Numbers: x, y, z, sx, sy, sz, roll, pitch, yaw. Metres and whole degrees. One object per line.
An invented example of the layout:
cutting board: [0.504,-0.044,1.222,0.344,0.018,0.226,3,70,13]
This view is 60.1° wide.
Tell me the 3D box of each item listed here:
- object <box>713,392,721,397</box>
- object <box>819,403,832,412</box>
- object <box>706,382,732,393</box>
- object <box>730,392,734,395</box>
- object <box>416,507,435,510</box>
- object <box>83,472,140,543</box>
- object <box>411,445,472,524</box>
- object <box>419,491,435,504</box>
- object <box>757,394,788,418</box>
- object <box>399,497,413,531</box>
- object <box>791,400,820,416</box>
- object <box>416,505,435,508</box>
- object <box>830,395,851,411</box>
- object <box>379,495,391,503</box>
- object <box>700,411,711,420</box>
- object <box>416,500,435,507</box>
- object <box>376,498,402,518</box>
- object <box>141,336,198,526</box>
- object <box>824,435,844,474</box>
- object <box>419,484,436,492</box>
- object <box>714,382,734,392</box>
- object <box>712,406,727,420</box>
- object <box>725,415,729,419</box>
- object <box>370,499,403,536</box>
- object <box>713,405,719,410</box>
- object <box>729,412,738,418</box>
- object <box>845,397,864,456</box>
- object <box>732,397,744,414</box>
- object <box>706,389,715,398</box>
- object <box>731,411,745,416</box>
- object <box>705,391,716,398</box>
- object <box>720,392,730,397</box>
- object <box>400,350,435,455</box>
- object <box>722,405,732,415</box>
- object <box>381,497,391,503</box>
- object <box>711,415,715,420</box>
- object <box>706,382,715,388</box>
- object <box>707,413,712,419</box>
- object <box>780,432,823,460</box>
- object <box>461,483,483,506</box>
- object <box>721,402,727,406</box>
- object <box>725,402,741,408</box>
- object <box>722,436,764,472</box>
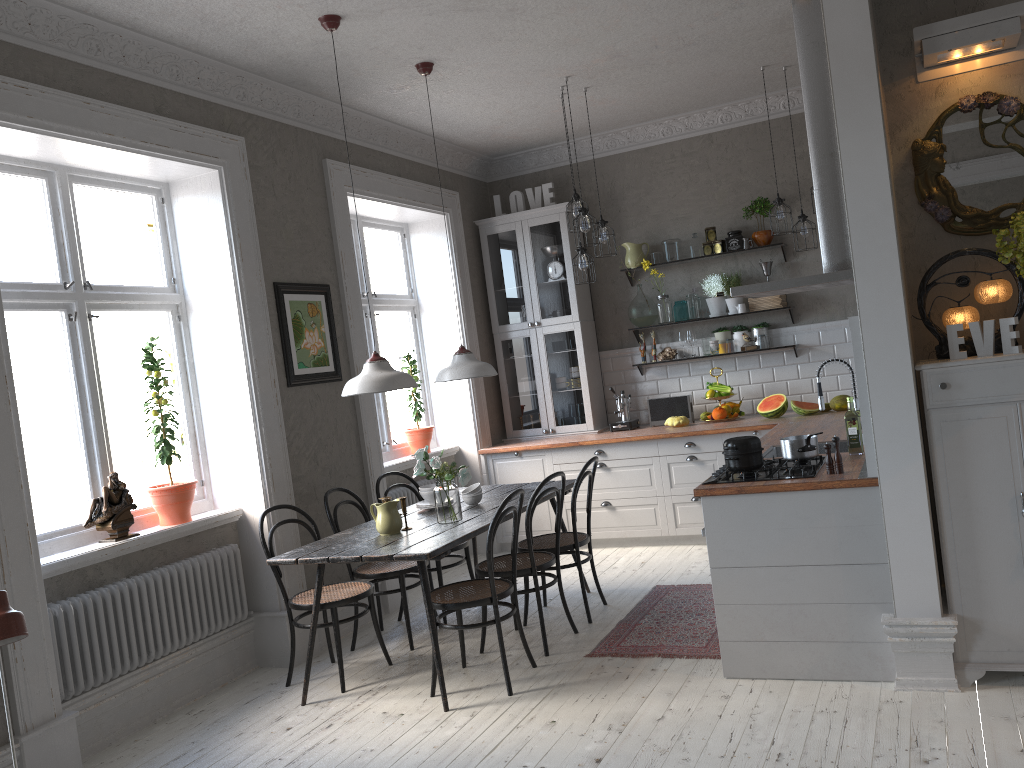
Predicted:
object: [1.595,0.093,6.898,0.062,0.061,0.067,-7,1,24]
object: [2.326,0.172,6.599,0.202,0.073,0.119,-8,1,-13]
object: [1.618,0.024,6.914,0.207,0.101,0.068,-7,2,30]
object: [1.709,0.077,6.919,0.051,0.050,0.050,-7,2,34]
object: [-0.437,0.712,5.165,0.232,0.027,0.242,-6,2,42]
object: [-1.949,0.596,4.282,0.118,0.329,0.241,-7,2,27]
object: [-0.353,0.517,4.609,0.307,0.414,0.255,-7,2,23]
object: [-0.445,0.659,5.164,0.178,0.094,0.181,-7,1,15]
object: [1.947,0.170,6.624,0.222,0.174,0.231,-9,2,-44]
object: [-0.554,0.669,4.574,0.058,0.167,0.060,-6,2,38]
object: [2.160,0.170,6.477,0.223,0.127,0.149,-7,1,7]
object: [-0.439,0.702,5.165,0.239,0.027,0.236,-8,1,-8]
object: [2.424,0.138,6.499,0.206,0.119,0.131,-8,1,-13]
object: [-0.672,0.678,4.746,0.095,0.172,0.096,-7,1,6]
object: [1.553,0.250,7.011,0.155,0.072,0.075,-8,2,-36]
object: [-0.440,0.694,5.165,0.242,0.027,0.232,-9,2,-43]
object: [-0.698,0.705,5.025,0.139,0.112,0.140,-7,1,7]
object: [-1.827,0.240,4.634,0.275,0.991,0.265,-8,2,-26]
object: [1.386,0.303,3.823,0.072,0.167,0.036,-7,2,24]
object: [-0.447,0.639,5.163,0.178,0.094,0.181,-7,1,15]
object: [1.674,0.026,6.965,0.177,0.096,0.090,-6,2,45]
object: [1.599,0.224,6.830,0.113,0.111,0.111,-8,1,-8]
object: [1.653,0.257,6.890,0.070,0.065,0.070,-9,2,-45]
object: [-0.638,0.679,4.520,0.151,0.170,0.134,-8,1,-14]
object: [1.660,0.202,7.020,0.157,0.076,0.077,-8,2,-39]
object: [1.712,0.244,6.857,0.069,0.051,0.089,-8,1,-18]
object: [1.662,0.202,4.285,0.088,0.282,0.083,-7,2,25]
object: [1.756,0.169,6.913,0.128,0.120,0.060,-9,2,-42]
object: [1.549,0.077,6.900,0.058,0.069,0.080,-6,2,44]
object: [1.748,0.228,6.976,0.055,0.044,0.213,-8,1,-27]
object: [1.570,0.088,6.975,0.095,0.078,0.102,-7,1,11]
object: [1.660,0.086,6.907,0.075,0.062,0.100,-7,1,-2]
object: [-0.762,0.141,6.922,0.265,0.813,0.254,-9,2,-38]
object: [1.666,0.203,6.883,0.089,0.078,0.087,-9,2,-39]
object: [-0.649,0.677,4.656,0.063,0.172,0.060,-9,2,-44]
object: [1.595,0.258,6.971,0.069,0.076,0.230,-7,1,8]
object: [1.558,0.010,6.944,0.073,0.058,0.051,-7,1,1]
object: [1.573,0.252,6.963,0.090,0.057,0.084,-8,2,-34]
object: [1.399,0.281,4.161,0.178,0.134,0.298,-8,1,-31]
object: [-0.231,0.639,5.117,0.122,0.119,0.130,-6,2,40]
object: [1.684,0.188,7.000,0.084,0.093,0.088,-7,1,20]
object: [1.734,0.165,6.930,0.125,0.056,0.060,-7,1,16]
object: [1.059,0.319,4.057,0.190,0.147,0.193,-7,1,4]
